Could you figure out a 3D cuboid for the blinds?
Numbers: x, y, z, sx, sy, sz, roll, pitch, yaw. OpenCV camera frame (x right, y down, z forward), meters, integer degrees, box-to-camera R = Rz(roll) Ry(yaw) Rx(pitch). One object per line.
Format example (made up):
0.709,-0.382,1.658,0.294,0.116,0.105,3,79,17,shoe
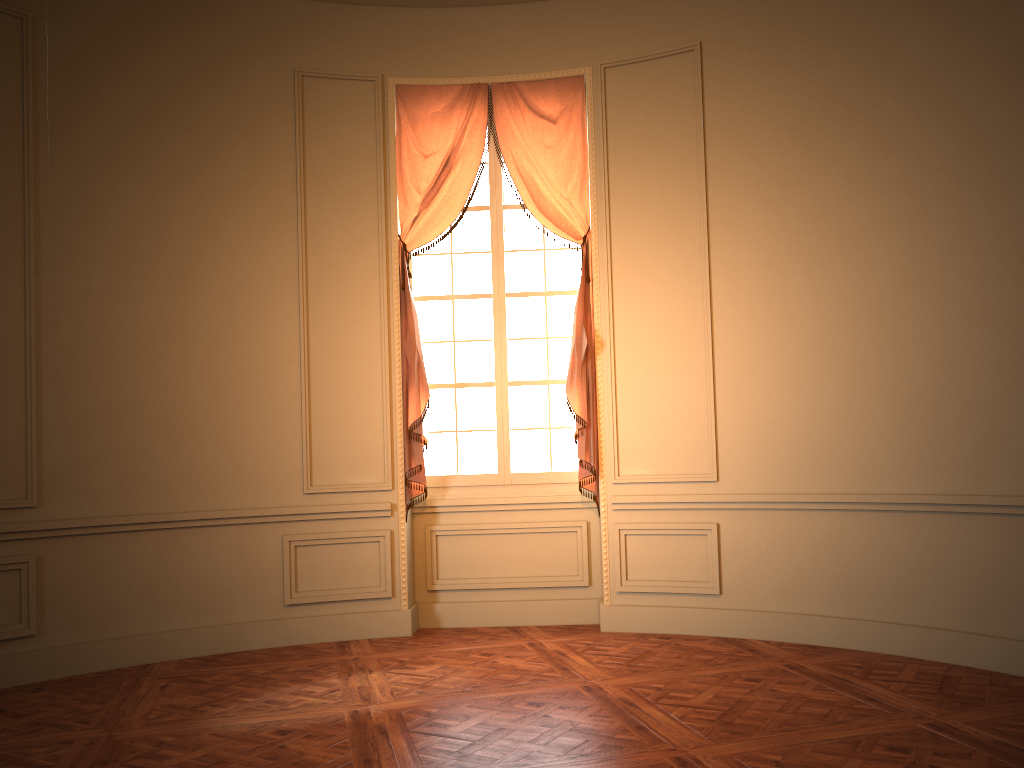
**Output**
-0.102,-0.584,5.930,1.330,2.974,0.286,-2,-2,2,blinds

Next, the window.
-0.090,-0.628,6.213,1.303,2.834,0.047,-2,-2,2,window
